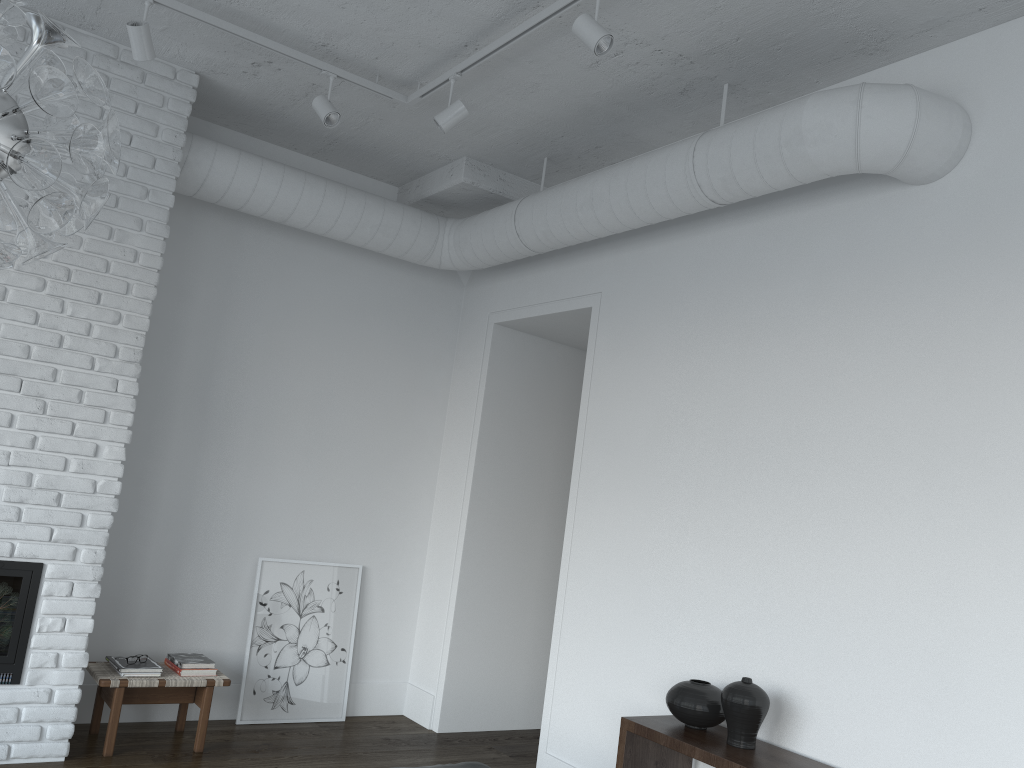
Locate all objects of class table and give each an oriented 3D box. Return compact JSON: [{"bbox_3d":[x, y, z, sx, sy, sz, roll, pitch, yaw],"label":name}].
[{"bbox_3d":[-1.745,1.567,4.307,0.605,0.345,0.405,13,-9,-34],"label":"table"},{"bbox_3d":[0.915,1.580,2.882,0.375,0.617,1.362,13,-9,-34],"label":"table"}]

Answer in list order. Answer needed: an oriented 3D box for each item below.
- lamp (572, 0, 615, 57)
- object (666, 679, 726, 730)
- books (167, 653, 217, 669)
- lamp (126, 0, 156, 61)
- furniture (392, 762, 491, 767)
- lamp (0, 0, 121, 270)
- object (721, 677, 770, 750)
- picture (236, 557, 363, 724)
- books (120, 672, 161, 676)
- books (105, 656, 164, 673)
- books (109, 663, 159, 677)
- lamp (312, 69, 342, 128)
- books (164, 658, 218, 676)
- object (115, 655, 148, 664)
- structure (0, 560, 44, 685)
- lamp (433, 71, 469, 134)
[{"bbox_3d":[0.284,-1.254,3.028,0.154,0.285,0.094,3,-9,29],"label":"lamp"},{"bbox_3d":[0.709,1.221,3.381,0.245,0.168,0.245,15,-10,-42],"label":"object"},{"bbox_3d":[-1.605,1.385,4.438,0.173,0.025,0.238,13,-9,-36],"label":"books"},{"bbox_3d":[-1.461,-1.420,3.510,0.097,0.285,0.154,7,-8,6],"label":"lamp"},{"bbox_3d":[-0.140,1.486,2.693,0.584,0.478,0.828,13,-9,-34],"label":"furniture"},{"bbox_3d":[-1.019,-0.997,1.838,0.552,1.546,0.552,0,-11,43],"label":"lamp"},{"bbox_3d":[0.834,1.177,3.188,0.171,0.236,0.171,12,-9,-29],"label":"object"},{"bbox_3d":[-1.193,1.460,5.047,0.637,0.884,0.093,13,-9,-34],"label":"picture"},{"bbox_3d":[-1.812,1.361,4.257,0.171,0.011,0.306,13,-9,-35],"label":"books"},{"bbox_3d":[-1.818,1.348,4.267,0.202,0.019,0.280,13,-9,-36],"label":"books"},{"bbox_3d":[-1.817,1.373,4.266,0.172,0.011,0.273,13,-9,-35],"label":"books"},{"bbox_3d":[-0.817,-1.276,3.946,0.154,0.285,0.093,2,-9,34],"label":"lamp"},{"bbox_3d":[-1.604,1.412,4.428,0.185,0.032,0.267,13,-9,-36],"label":"books"},{"bbox_3d":[-1.832,1.318,4.268,0.093,0.038,0.134,4,-8,23],"label":"object"},{"bbox_3d":[-2.707,0.966,3.745,1.168,0.578,0.675,13,-9,-34],"label":"structure"},{"bbox_3d":[-0.254,-1.218,3.821,0.154,0.285,0.104,7,-8,6],"label":"lamp"}]
